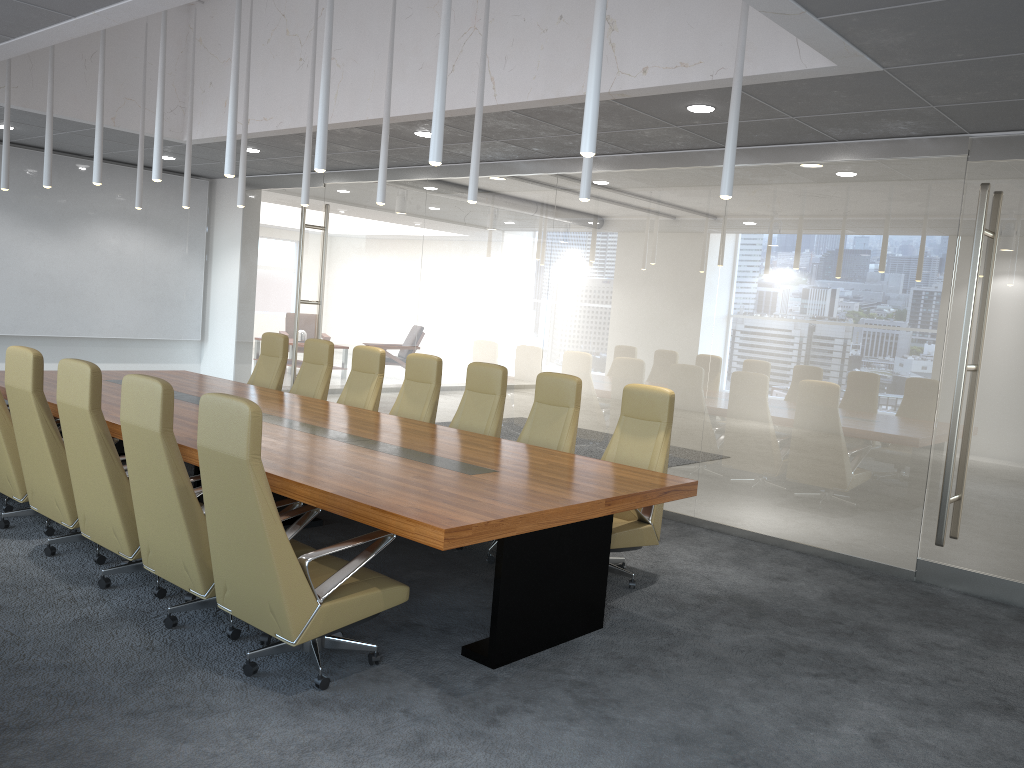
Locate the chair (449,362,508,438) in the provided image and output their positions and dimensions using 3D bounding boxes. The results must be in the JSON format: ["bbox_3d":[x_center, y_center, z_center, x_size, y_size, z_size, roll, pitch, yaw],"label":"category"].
[{"bbox_3d":[-0.553,0.520,7.460,0.711,1.406,0.955,9,7,41],"label":"chair"}]

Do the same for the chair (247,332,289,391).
[{"bbox_3d":[-2.959,0.136,9.540,0.711,1.406,0.955,9,7,41],"label":"chair"}]

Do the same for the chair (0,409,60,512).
[{"bbox_3d":[-4.057,0.266,7.049,0.711,1.406,0.955,9,7,41],"label":"chair"}]

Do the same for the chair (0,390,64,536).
[{"bbox_3d":[-3.474,0.359,6.544,0.711,1.406,0.955,9,7,41],"label":"chair"}]

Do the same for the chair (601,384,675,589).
[{"bbox_3d":[0.701,0.712,6.466,0.711,1.406,0.955,9,7,41],"label":"chair"}]

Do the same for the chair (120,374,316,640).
[{"bbox_3d":[-1.652,0.650,4.968,0.711,1.406,0.955,9,7,41],"label":"chair"}]

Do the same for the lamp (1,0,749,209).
[{"bbox_3d":[-1.751,-2.642,6.715,7.258,2.378,2.619,9,7,41],"label":"lamp"}]

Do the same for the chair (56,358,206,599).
[{"bbox_3d":[-2.259,0.553,5.493,0.711,1.406,0.955,9,7,41],"label":"chair"}]

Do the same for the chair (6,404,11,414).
[{"bbox_3d":[-4.656,0.171,7.566,0.711,1.406,0.955,9,7,41],"label":"chair"}]

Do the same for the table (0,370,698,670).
[{"bbox_3d":[-2.027,0.695,7.010,6.500,0.895,2.300,9,7,41],"label":"table"}]

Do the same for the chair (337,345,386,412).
[{"bbox_3d":[-1.751,0.329,8.495,0.711,1.406,0.955,9,7,41],"label":"chair"}]

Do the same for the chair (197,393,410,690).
[{"bbox_3d":[-1.062,0.744,4.458,0.711,1.406,0.955,9,7,41],"label":"chair"}]

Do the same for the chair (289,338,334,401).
[{"bbox_3d":[-2.358,0.232,9.021,0.711,1.406,0.955,9,7,41],"label":"chair"}]

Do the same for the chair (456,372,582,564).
[{"bbox_3d":[0.045,0.615,6.943,0.711,1.406,0.955,9,7,41],"label":"chair"}]

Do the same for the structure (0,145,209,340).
[{"bbox_3d":[-1.849,-1.055,6.900,13.989,2.466,6.600,9,7,41],"label":"structure"}]

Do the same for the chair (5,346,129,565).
[{"bbox_3d":[-2.863,0.457,6.016,0.711,1.406,0.955,9,7,41],"label":"chair"}]

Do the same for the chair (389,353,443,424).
[{"bbox_3d":[-1.154,0.424,7.979,0.711,1.406,0.955,9,7,41],"label":"chair"}]
